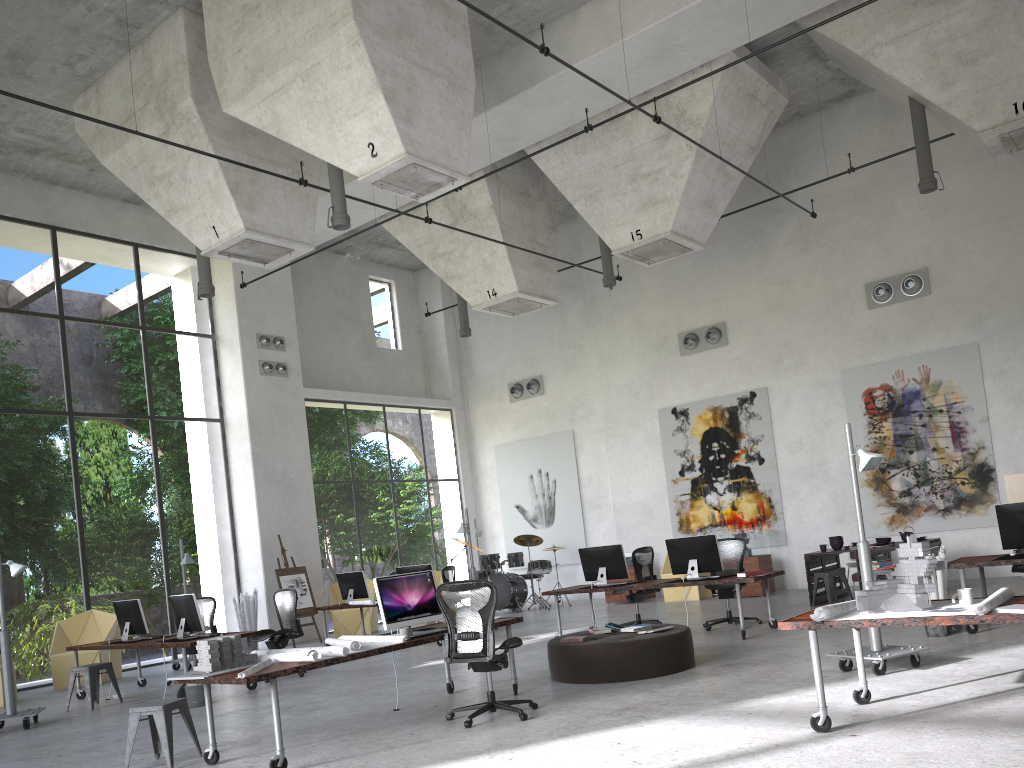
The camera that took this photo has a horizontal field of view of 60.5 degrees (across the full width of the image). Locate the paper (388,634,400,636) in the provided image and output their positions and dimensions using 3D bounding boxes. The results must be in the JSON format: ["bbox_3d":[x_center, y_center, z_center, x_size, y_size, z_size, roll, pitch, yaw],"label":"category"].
[{"bbox_3d":[-1.095,2.290,7.943,0.484,0.001,0.436,2,-14,-41],"label":"paper"}]

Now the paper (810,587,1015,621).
[{"bbox_3d":[2.585,1.412,5.648,1.088,0.104,0.979,-13,-12,33],"label":"paper"}]

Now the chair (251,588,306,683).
[{"bbox_3d":[-3.175,3.380,11.886,0.777,1.175,0.794,-9,-6,27],"label":"chair"}]

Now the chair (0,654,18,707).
[{"bbox_3d":[-7.608,3.995,12.385,0.931,1.159,0.994,-5,-6,-16],"label":"chair"}]

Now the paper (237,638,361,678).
[{"bbox_3d":[-1.671,2.160,7.063,0.889,0.102,1.964,-4,-11,-13],"label":"paper"}]

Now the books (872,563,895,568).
[{"bbox_3d":[5.216,2.555,12.377,0.283,0.033,0.201,-3,-11,-20],"label":"books"}]

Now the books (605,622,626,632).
[{"bbox_3d":[1.111,2.591,9.360,0.206,0.102,0.145,-10,-9,23],"label":"books"}]

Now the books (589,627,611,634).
[{"bbox_3d":[0.938,2.625,9.351,0.197,0.034,0.289,-5,-10,-6],"label":"books"}]

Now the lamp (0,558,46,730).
[{"bbox_3d":[-5.750,2.836,9.953,0.594,2.136,0.586,-5,-3,-19],"label":"lamp"}]

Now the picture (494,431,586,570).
[{"bbox_3d":[0.640,2.781,20.627,2.365,2.995,0.020,-11,-5,38],"label":"picture"}]

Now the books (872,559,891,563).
[{"bbox_3d":[5.209,2.495,12.381,0.204,0.025,0.146,-6,-10,-6],"label":"books"}]

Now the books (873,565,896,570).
[{"bbox_3d":[5.220,2.589,12.375,0.284,0.034,0.201,-6,-10,-6],"label":"books"}]

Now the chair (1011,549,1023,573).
[{"bbox_3d":[5.788,1.921,9.512,0.799,1.175,0.772,-9,-6,27],"label":"chair"}]

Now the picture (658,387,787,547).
[{"bbox_3d":[4.085,1.778,17.299,2.383,2.995,0.020,-11,-5,38],"label":"picture"}]

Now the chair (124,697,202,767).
[{"bbox_3d":[-2.801,2.791,7.017,0.421,0.485,0.441,-8,-6,11],"label":"chair"}]

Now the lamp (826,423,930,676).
[{"bbox_3d":[3.040,1.401,7.601,0.576,2.136,0.604,-5,-3,-27],"label":"lamp"}]

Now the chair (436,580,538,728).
[{"bbox_3d":[-0.257,2.234,7.449,0.773,1.175,0.798,-8,-5,12],"label":"chair"}]

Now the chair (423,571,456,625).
[{"bbox_3d":[-1.748,4.455,18.554,0.975,1.159,0.949,-3,-7,-32],"label":"chair"}]

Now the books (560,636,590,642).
[{"bbox_3d":[0.640,2.585,8.904,0.257,0.032,0.175,-12,-12,29],"label":"books"}]

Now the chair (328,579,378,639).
[{"bbox_3d":[-3.192,4.448,17.613,0.978,1.159,0.946,-6,-6,-3],"label":"chair"}]

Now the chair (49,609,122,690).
[{"bbox_3d":[-6.806,4.200,14.007,0.978,1.159,0.946,-6,-6,-6],"label":"chair"}]

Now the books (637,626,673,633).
[{"bbox_3d":[1.454,2.498,8.940,0.300,0.039,0.224,-3,-11,-17],"label":"books"}]

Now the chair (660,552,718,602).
[{"bbox_3d":[3.402,3.570,16.938,0.991,1.159,0.934,-11,-7,36],"label":"chair"}]

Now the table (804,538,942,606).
[{"bbox_3d":[5.533,2.850,13.343,1.622,0.788,1.507,-13,-11,38],"label":"table"}]

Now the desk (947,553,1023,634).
[{"bbox_3d":[5.951,1.930,8.392,3.171,0.718,0.964,-14,-11,38],"label":"desk"}]

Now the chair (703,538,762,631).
[{"bbox_3d":[2.904,2.671,11.808,0.772,1.175,0.799,-7,-5,7],"label":"chair"}]

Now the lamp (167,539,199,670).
[{"bbox_3d":[-5.392,3.641,14.571,0.603,2.136,0.577,-9,-4,38],"label":"lamp"}]

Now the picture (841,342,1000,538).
[{"bbox_3d":[6.940,1.032,15.006,2.245,2.995,0.020,-11,-5,38],"label":"picture"}]

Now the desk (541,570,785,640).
[{"bbox_3d":[1.947,2.973,11.591,3.170,0.717,0.974,-14,-11,38],"label":"desk"}]

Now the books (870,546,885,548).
[{"bbox_3d":[5.255,2.379,12.845,0.305,0.030,0.226,-8,-10,6],"label":"books"}]

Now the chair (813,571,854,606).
[{"bbox_3d":[4.726,3.025,12.996,0.418,0.485,0.444,-5,-6,-17],"label":"chair"}]

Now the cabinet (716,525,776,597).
[{"bbox_3d":[4.273,3.256,16.050,0.752,1.245,0.593,-10,-5,38],"label":"cabinet"}]

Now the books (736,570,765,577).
[{"bbox_3d":[2.904,2.309,10.689,0.284,0.052,0.206,-3,-10,-19],"label":"books"}]

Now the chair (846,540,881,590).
[{"bbox_3d":[5.908,3.041,14.679,0.699,0.812,0.776,-9,-7,23],"label":"chair"}]

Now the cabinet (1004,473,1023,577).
[{"bbox_3d":[9.145,1.908,12.741,3.357,1.618,0.510,-13,-7,38],"label":"cabinet"}]

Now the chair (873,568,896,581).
[{"bbox_3d":[5.246,2.847,12.346,0.424,0.485,0.438,-10,-7,33],"label":"chair"}]

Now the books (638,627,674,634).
[{"bbox_3d":[1.462,2.500,8.915,0.299,0.031,0.223,1,-13,-36],"label":"books"}]

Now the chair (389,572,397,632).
[{"bbox_3d":[-1.921,3.990,15.999,0.768,1.175,0.803,-5,-5,-13],"label":"chair"}]

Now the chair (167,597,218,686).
[{"bbox_3d":[-4.568,3.681,12.660,0.771,1.175,0.800,-7,-5,2],"label":"chair"}]

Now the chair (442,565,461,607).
[{"bbox_3d":[-1.274,3.875,15.777,0.793,1.175,0.778,-7,-5,2],"label":"chair"}]

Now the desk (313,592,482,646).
[{"bbox_3d":[-1.926,3.992,14.733,3.170,0.717,0.974,-14,-11,38],"label":"desk"}]

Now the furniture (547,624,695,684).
[{"bbox_3d":[1.128,2.797,9.158,1.529,0.424,1.509,-15,-13,39],"label":"furniture"}]

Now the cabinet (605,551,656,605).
[{"bbox_3d":[2.355,3.911,17.778,0.744,1.005,0.743,-11,-7,38],"label":"cabinet"}]

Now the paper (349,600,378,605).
[{"bbox_3d":[-2.152,3.643,14.893,1.074,0.104,0.991,3,-14,-41],"label":"paper"}]

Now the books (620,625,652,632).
[{"bbox_3d":[1.301,2.553,9.176,0.284,0.033,0.201,2,-13,-38],"label":"books"}]

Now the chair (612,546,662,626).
[{"bbox_3d":[1.776,2.973,12.753,0.798,1.175,0.773,-9,-5,22],"label":"chair"}]

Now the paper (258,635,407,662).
[{"bbox_3d":[-1.501,2.167,7.229,0.988,0.104,1.077,-14,-13,37],"label":"paper"}]

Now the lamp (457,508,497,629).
[{"bbox_3d":[-0.682,3.231,15.285,0.585,2.136,0.594,-9,-4,38],"label":"lamp"}]

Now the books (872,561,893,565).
[{"bbox_3d":[5.208,2.524,12.381,0.254,0.032,0.177,-6,-10,-1],"label":"books"}]
